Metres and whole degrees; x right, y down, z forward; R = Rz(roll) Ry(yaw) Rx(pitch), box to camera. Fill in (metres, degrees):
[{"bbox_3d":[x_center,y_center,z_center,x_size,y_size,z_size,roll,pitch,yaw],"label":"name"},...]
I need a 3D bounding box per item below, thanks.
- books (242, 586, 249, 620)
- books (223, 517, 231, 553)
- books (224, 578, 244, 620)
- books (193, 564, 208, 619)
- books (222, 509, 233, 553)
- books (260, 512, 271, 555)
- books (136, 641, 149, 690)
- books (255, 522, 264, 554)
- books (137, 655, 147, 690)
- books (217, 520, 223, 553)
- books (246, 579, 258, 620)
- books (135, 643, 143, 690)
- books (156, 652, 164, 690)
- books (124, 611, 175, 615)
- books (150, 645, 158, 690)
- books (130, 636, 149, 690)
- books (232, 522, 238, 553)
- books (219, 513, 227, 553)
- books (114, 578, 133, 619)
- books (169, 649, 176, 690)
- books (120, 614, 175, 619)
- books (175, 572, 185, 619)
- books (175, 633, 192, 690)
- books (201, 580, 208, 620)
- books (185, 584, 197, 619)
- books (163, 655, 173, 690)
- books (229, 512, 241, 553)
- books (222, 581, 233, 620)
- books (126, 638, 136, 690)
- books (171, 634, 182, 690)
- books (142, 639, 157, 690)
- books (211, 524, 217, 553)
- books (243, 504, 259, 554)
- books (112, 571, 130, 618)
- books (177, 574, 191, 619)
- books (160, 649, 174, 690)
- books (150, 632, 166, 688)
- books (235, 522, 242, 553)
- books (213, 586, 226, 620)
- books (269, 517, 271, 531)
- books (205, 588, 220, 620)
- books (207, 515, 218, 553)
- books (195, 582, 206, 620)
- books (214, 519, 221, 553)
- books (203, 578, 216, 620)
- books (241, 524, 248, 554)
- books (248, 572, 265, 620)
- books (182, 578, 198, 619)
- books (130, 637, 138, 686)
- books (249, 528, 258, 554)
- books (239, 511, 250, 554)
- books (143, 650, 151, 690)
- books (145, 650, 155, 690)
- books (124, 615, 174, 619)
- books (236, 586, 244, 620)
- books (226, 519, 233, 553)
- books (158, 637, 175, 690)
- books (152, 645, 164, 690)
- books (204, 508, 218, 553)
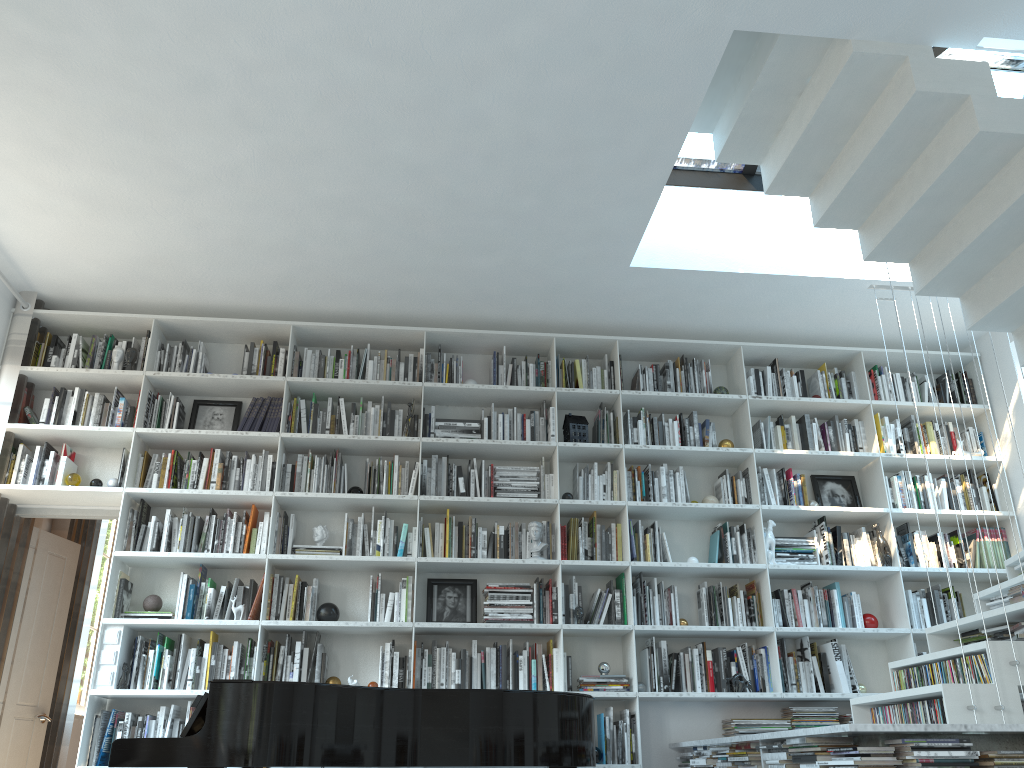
[{"bbox_3d":[-1.524,1.283,5.099,0.027,0.208,0.144,2,-23,-6],"label":"books"},{"bbox_3d":[-1.678,0.927,5.247,0.011,0.250,0.140,2,-23,-6],"label":"books"},{"bbox_3d":[-1.598,1.258,5.098,0.060,0.254,0.159,2,-23,-6],"label":"books"},{"bbox_3d":[-1.796,1.219,5.106,0.011,0.334,0.154,2,-23,-6],"label":"books"},{"bbox_3d":[-1.689,0.904,5.261,0.011,0.303,0.130,2,-23,-6],"label":"books"},{"bbox_3d":[-1.461,0.919,5.274,0.027,0.284,0.148,2,-23,-6],"label":"books"},{"bbox_3d":[-2.031,1.570,4.906,0.007,0.263,0.177,2,-23,-6],"label":"books"},{"bbox_3d":[-1.489,0.944,5.254,0.031,0.222,0.145,2,-23,-6],"label":"books"},{"bbox_3d":[-2.016,1.598,4.878,0.019,0.188,0.194,2,-24,-6],"label":"books"},{"bbox_3d":[-1.711,0.934,5.233,0.013,0.226,0.152,2,-23,-6],"label":"books"},{"bbox_3d":[-1.501,1.266,5.112,0.021,0.250,0.155,2,-23,-6],"label":"books"},{"bbox_3d":[-2.048,1.580,4.921,0.022,0.256,0.142,2,-23,-6],"label":"books"},{"bbox_3d":[-1.937,1.607,4.927,0.016,0.210,0.146,2,-23,-6],"label":"books"},{"bbox_3d":[-2.045,1.312,5.034,0.254,0.012,0.161,2,-24,-5],"label":"books"},{"bbox_3d":[-1.959,1.584,4.915,0.014,0.242,0.171,2,-23,-6],"label":"books"},{"bbox_3d":[-2.065,1.559,4.919,0.014,0.293,0.172,2,-23,-6],"label":"books"},{"bbox_3d":[-1.623,0.942,5.241,0.012,0.216,0.161,2,-23,-6],"label":"books"},{"bbox_3d":[-1.698,0.912,5.239,0.012,0.271,0.146,2,-23,-6],"label":"books"},{"bbox_3d":[-2.208,1.241,5.037,0.028,0.242,0.157,2,-23,-6],"label":"books"},{"bbox_3d":[-1.875,1.602,4.941,0.016,0.229,0.137,2,-23,-6],"label":"books"},{"bbox_3d":[-2.044,1.320,5.023,0.285,0.012,0.160,1,-24,-2],"label":"books"},{"bbox_3d":[-1.890,1.234,5.076,0.012,0.284,0.160,2,-23,-6],"label":"books"},{"bbox_3d":[-1.831,1.560,4.940,0.012,0.305,0.190,2,-23,-6],"label":"books"},{"bbox_3d":[-1.749,1.260,5.093,0.022,0.247,0.129,2,-23,-6],"label":"books"},{"bbox_3d":[-1.812,1.263,5.048,0.029,0.207,0.190,2,-23,-6],"label":"books"},{"bbox_3d":[-1.887,1.607,4.900,0.016,0.188,0.184,2,-24,-6],"label":"books"},{"bbox_3d":[-1.635,0.910,5.238,0.015,0.274,0.158,2,-23,-6],"label":"books"},{"bbox_3d":[-1.636,1.269,5.105,0.013,0.240,0.142,2,-23,-6],"label":"books"},{"bbox_3d":[-2.093,1.565,4.923,0.008,0.284,0.160,2,-23,-6],"label":"books"},{"bbox_3d":[-1.845,1.558,4.926,0.019,0.299,0.180,2,-23,-6],"label":"books"},{"bbox_3d":[-2.005,1.565,4.916,0.008,0.278,0.165,2,-23,-6],"label":"books"},{"bbox_3d":[-1.741,0.944,5.228,0.021,0.204,0.130,2,-23,-6],"label":"books"},{"bbox_3d":[-1.551,0.894,5.265,0.035,0.324,0.170,2,-23,-6],"label":"books"},{"bbox_3d":[-2.229,1.225,5.052,0.012,0.284,0.160,2,-23,-6],"label":"books"},{"bbox_3d":[-1.872,1.240,5.075,0.024,0.271,0.151,2,-23,-6],"label":"books"},{"bbox_3d":[-1.903,1.594,4.908,0.015,0.218,0.191,2,-23,-6],"label":"books"},{"bbox_3d":[-1.969,1.552,4.929,0.006,0.313,0.146,2,-23,-6],"label":"books"},{"bbox_3d":[-1.608,0.943,5.247,0.021,0.219,0.149,2,-23,-6],"label":"books"},{"bbox_3d":[-1.670,1.280,5.096,0.056,0.213,0.143,2,-23,-6],"label":"books"},{"bbox_3d":[-1.429,0.933,5.272,0.036,0.256,0.123,2,-23,-6],"label":"books"},{"bbox_3d":[-1.709,1.276,5.057,0.029,0.189,0.189,2,-24,-6],"label":"books"},{"bbox_3d":[-1.762,0.919,5.236,0.021,0.255,0.156,2,-23,-6],"label":"books"},{"bbox_3d":[-1.776,1.270,5.093,0.030,0.230,0.148,2,-23,-6],"label":"books"},{"bbox_3d":[-1.723,0.928,5.222,0.013,0.228,0.177,2,-23,-6],"label":"books"},{"bbox_3d":[-1.730,1.253,5.078,0.011,0.249,0.172,2,-23,-6],"label":"books"},{"bbox_3d":[-1.575,0.948,5.238,0.013,0.202,0.162,2,-23,-6],"label":"books"},{"bbox_3d":[-1.445,1.241,5.086,0.082,0.275,0.229,2,-23,-6],"label":"books"},{"bbox_3d":[-1.845,1.252,5.081,0.031,0.254,0.144,2,-23,-6],"label":"books"},{"bbox_3d":[-2.081,1.563,4.923,0.016,0.288,0.153,2,-23,-6],"label":"books"},{"bbox_3d":[-1.519,0.961,5.243,0.030,0.182,0.152,2,-23,-6],"label":"books"},{"bbox_3d":[-1.591,0.913,5.267,0.015,0.291,0.144,2,-23,-6],"label":"books"},{"bbox_3d":[-1.995,1.596,4.911,0.015,0.217,0.177,2,-23,-6],"label":"books"},{"bbox_3d":[-1.979,1.593,4.901,0.015,0.216,0.181,2,-23,-6],"label":"books"},{"bbox_3d":[-2.045,1.332,5.020,0.254,0.012,0.161,4,-24,-9],"label":"books"},{"bbox_3d":[-1.552,1.279,5.087,0.030,0.206,0.173,2,-23,-6],"label":"books"},{"bbox_3d":[-1.659,0.935,5.256,0.028,0.241,0.132,2,-23,-6],"label":"books"},{"bbox_3d":[-1.914,1.560,4.914,0.007,0.285,0.183,2,-23,-6],"label":"books"},{"bbox_3d":[-1.946,1.578,4.903,0.009,0.243,0.185,2,-23,-6],"label":"books"},{"bbox_3d":[-1.778,0.895,5.233,0.013,0.298,0.152,2,-23,-6],"label":"books"}]
